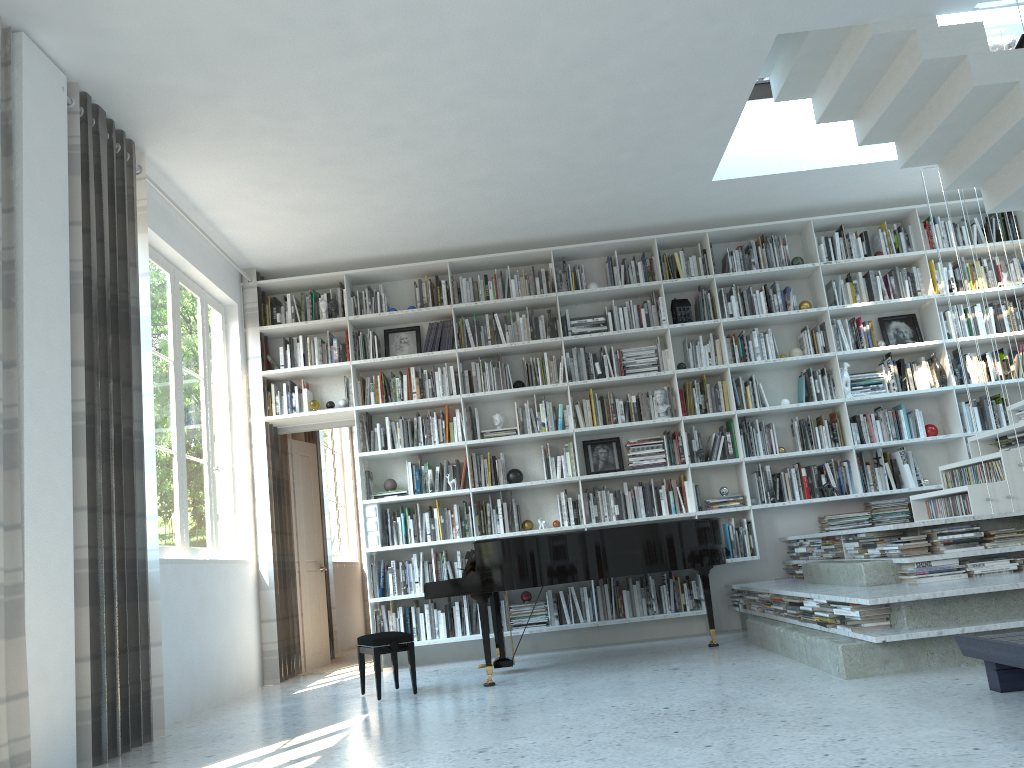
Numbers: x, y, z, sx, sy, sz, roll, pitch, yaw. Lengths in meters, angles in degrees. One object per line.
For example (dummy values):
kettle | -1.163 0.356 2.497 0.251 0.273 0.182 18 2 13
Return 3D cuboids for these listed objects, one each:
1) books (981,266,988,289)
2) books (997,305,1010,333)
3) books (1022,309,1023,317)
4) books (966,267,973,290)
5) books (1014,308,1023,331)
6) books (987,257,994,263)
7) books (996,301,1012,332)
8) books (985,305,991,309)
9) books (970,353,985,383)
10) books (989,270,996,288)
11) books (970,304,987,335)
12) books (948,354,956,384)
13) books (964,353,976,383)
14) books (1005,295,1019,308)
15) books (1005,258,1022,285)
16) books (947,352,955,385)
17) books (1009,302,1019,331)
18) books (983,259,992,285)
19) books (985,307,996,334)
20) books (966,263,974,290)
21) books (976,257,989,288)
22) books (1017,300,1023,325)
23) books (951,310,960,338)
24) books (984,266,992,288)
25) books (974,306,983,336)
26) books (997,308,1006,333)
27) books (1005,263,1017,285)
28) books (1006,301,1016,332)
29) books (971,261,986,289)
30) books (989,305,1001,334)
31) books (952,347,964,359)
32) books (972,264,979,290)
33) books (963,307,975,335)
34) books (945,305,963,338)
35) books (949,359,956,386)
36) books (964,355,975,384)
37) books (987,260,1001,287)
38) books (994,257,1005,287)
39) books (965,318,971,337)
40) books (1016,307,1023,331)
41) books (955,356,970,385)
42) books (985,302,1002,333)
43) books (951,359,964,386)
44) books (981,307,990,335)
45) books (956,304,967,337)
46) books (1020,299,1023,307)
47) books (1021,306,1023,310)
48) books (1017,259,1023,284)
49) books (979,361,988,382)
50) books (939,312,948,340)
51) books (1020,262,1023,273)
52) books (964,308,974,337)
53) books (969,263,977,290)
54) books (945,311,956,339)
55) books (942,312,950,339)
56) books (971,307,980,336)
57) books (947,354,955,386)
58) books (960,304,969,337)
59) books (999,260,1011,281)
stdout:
books | 3.777 -0.821 7.162 0.023 0.220 0.172 -6 -11 1
books | 3.922 -0.489 7.108 0.025 0.252 0.160 -6 -11 1
books | 4.080 -0.482 7.084 0.029 0.195 0.192 -6 -11 1
books | 3.625 -0.811 7.096 0.014 0.205 0.184 -6 -11 1
books | 4.002 -0.482 7.087 0.025 0.211 0.189 -6 -11 1
books | 3.895 -0.867 7.189 0.011 0.294 0.151 -6 -11 1
books | 3.939 -0.508 7.102 0.012 0.282 0.152 -6 -11 1
books | 3.852 -0.489 7.125 0.010 0.273 0.130 -6 -11 1
books | 3.655 -0.104 7.023 0.056 0.261 0.177 -6 -11 1
books | 3.856 -0.808 7.176 0.034 0.182 0.157 -6 -11 1
books | 3.724 -0.484 7.103 0.030 0.283 0.166 -6 -11 1
books | 3.474 -0.086 7.056 0.010 0.278 0.148 -6 -11 1
books | 3.616 -0.099 7.036 0.022 0.265 0.157 -6 -11 1
books | 4.040 -0.539 7.122 0.013 0.329 0.140 -6 -11 1
books | 4.054 -0.869 7.176 0.029 0.257 0.163 -6 -11 1
books | 3.453 -0.093 7.048 0.010 0.292 0.164 -6 -11 1
books | 3.972 -0.506 7.094 0.028 0.267 0.173 -6 -11 1
books | 3.822 -0.852 7.187 0.024 0.281 0.154 -6 -11 1
books | 3.803 -0.475 7.093 0.045 0.244 0.177 -6 -11 1
books | 3.641 -0.829 7.105 0.022 0.242 0.145 -6 -11 1
books | 3.790 -0.858 7.176 0.010 0.294 0.165 -6 -11 1
books | 4.055 -0.519 7.109 0.013 0.282 0.149 -6 -11 1
books | 3.512 -0.447 7.100 0.026 0.256 0.173 -6 -11 1
books | 3.806 -0.822 7.155 0.013 0.212 0.187 -6 -11 1
books | 3.699 -0.472 7.097 0.022 0.262 0.173 -6 -11 1
books | 3.896 -0.477 7.117 0.028 0.236 0.146 -6 -11 1
books | 4.008 -0.843 7.163 0.023 0.213 0.181 -6 -11 1
books | 3.951 -0.507 7.098 0.013 0.276 0.188 -6 -11 1
books | 3.698 -0.833 7.117 0.042 0.241 0.248 -6 -11 1
books | 3.836 -0.484 7.100 0.023 0.258 0.184 -6 -11 1
books | 3.570 -0.120 7.050 0.012 0.321 0.142 -6 -11 1
books | 3.671 -0.825 7.094 0.013 0.222 0.175 -6 -11 1
books | 3.651 -0.468 7.110 0.025 0.270 0.153 -6 -11 1
books | 3.529 -0.466 7.089 0.014 0.285 0.186 -6 -11 1
books | 3.466 -0.067 7.043 0.010 0.238 0.147 -6 -11 1
books | 3.593 -0.089 7.023 0.026 0.245 0.181 -6 -11 1
books | 3.879 -0.853 7.164 0.022 0.260 0.161 -6 -11 1
books | 3.912 -0.867 7.177 0.023 0.286 0.163 -6 -11 1
books | 3.618 -0.418 7.106 0.027 0.179 0.157 -6 -11 1
books | 4.027 -0.487 7.096 0.025 0.219 0.178 -6 -11 1
books | 3.557 -0.083 7.024 0.022 0.242 0.171 -6 -11 1
books | 3.868 -0.500 7.122 0.024 0.291 0.132 -6 -11 1
books | 3.514 -0.070 7.051 0.066 0.236 0.144 -6 -11 1
books | 3.775 -0.472 7.114 0.012 0.253 0.161 -6 -11 1
books | 3.575 -0.472 7.115 0.022 0.296 0.162 -6 -11 1
books | 4.129 -0.535 7.098 0.042 0.291 0.186 -6 -11 1
books | 4.105 -0.495 7.122 0.024 0.230 0.131 -6 -11 1
books | 4.089 -0.867 7.174 0.040 0.246 0.160 -6 -11 1
books | 3.697 -0.073 7.016 0.023 0.189 0.170 -6 -11 1
books | 3.432 -0.436 7.105 0.012 0.253 0.161 -6 -11 1
books | 4.115 -0.859 7.154 0.011 0.216 0.170 -6 -11 1
books | 3.632 -0.463 7.100 0.013 0.259 0.158 -6 -11 1
books | 3.658 -0.829 7.105 0.012 0.237 0.166 -6 -11 1
books | 3.476 -0.441 7.089 0.023 0.247 0.182 -6 -11 1
books | 3.452 -0.434 7.117 0.026 0.249 0.161 -6 -11 1
books | 3.676 -0.467 7.099 0.024 0.259 0.156 -6 -11 1
books | 3.436 -0.086 7.032 0.025 0.277 0.161 -6 -11 1
books | 3.592 -0.474 7.103 0.012 0.292 0.166 -6 -11 1
books | 3.960 -0.857 7.169 0.070 0.253 0.154 -6 -11 1
